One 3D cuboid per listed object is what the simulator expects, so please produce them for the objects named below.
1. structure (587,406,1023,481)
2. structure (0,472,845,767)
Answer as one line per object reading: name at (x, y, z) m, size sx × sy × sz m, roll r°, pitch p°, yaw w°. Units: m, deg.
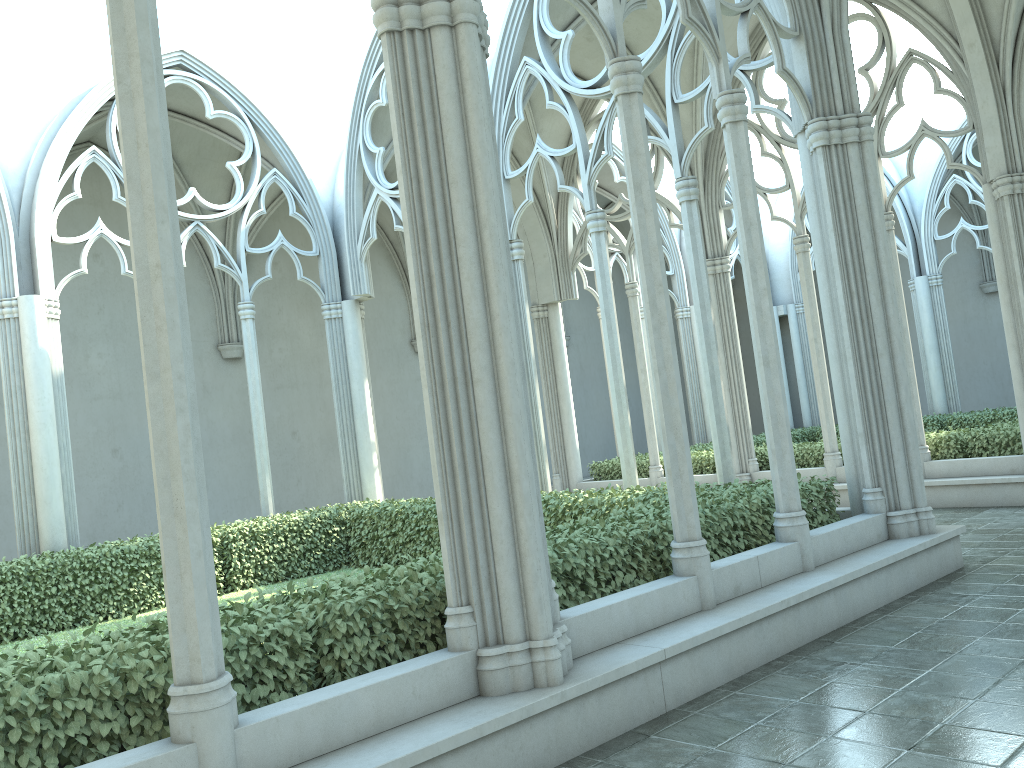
structure at (7.020, 1.246, 16.963) m, size 8.018 × 0.963 × 7.995 m, roll -4°, pitch -5°, yaw -43°
structure at (-2.566, 1.918, 8.110) m, size 8.018 × 0.963 × 7.995 m, roll -4°, pitch -5°, yaw -43°
